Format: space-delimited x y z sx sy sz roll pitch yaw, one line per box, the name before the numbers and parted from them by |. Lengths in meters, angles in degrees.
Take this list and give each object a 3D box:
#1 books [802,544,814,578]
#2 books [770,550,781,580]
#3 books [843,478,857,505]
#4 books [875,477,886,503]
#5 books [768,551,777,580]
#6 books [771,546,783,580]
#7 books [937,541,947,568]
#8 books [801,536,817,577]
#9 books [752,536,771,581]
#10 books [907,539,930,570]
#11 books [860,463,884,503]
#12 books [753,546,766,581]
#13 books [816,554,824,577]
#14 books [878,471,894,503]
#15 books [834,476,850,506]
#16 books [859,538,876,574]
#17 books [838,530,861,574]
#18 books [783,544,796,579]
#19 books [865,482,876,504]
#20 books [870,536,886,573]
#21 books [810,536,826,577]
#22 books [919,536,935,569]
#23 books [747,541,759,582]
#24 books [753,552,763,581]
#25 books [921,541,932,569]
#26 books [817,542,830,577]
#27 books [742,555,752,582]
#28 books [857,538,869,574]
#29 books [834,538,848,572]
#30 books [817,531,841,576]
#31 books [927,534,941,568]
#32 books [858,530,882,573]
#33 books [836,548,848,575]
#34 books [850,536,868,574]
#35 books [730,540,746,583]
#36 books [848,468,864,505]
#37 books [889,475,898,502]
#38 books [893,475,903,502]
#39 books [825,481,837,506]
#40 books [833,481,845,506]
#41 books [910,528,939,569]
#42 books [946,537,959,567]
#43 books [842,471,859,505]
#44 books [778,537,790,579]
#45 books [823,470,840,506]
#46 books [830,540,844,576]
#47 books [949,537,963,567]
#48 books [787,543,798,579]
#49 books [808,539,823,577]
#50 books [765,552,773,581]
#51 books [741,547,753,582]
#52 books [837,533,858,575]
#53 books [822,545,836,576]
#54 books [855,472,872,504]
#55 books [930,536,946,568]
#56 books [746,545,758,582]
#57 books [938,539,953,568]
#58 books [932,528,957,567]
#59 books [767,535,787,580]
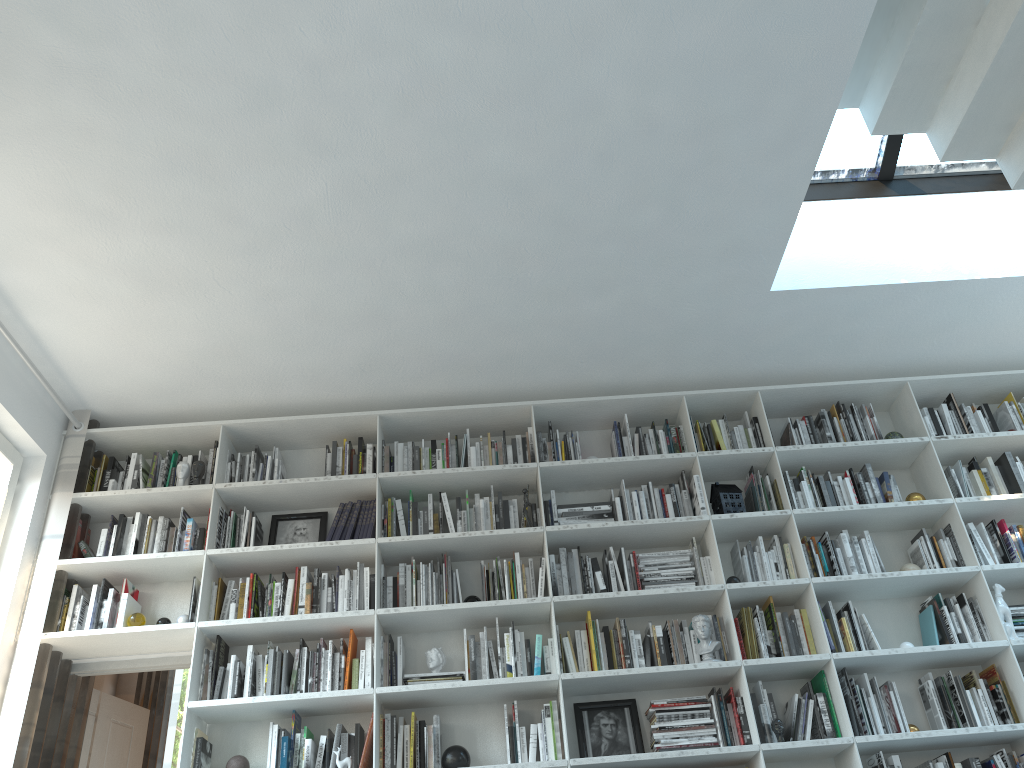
books | 1.498 0.959 4.544 0.030 0.241 0.139 -4 -34 -2
books | 1.327 0.971 4.510 0.029 0.210 0.158 -4 -34 -2
books | 1.782 0.633 4.722 0.021 0.208 0.182 -4 -34 -2
books | 1.948 0.630 4.742 0.030 0.211 0.157 -4 -34 -2
books | 1.306 0.978 4.504 0.027 0.195 0.186 -4 -34 -2
books | 1.344 0.965 4.523 0.024 0.232 0.150 -4 -34 -2
books | 2.189 0.930 4.559 0.012 0.205 0.138 -4 -34 -2
books | 1.518 0.941 4.551 0.014 0.277 0.154 -4 -34 -2
books | 1.268 0.940 4.513 0.028 0.274 0.188 -4 -34 -2
books | 2.099 0.930 4.559 0.015 0.219 0.140 -4 -34 -2
books | 1.916 0.594 4.749 0.029 0.283 0.184 -4 -34 -2
books | 1.253 0.969 4.520 0.023 0.234 0.179 -4 -34 -2
books | 1.553 0.977 4.521 0.021 0.178 0.137 -4 -34 -2
books | 1.989 0.612 4.741 0.054 0.234 0.172 -4 -34 -2
books | 1.760 0.631 4.741 0.023 0.235 0.150 -4 -34 -2
books | 1.803 0.935 4.539 0.021 0.231 0.184 -4 -34 -2
books | 1.728 0.919 4.561 0.027 0.293 0.160 -4 -34 -2
books | 1.394 0.954 4.510 0.028 0.228 0.177 -4 -34 -2
books | 1.892 0.646 4.730 0.027 0.180 0.177 -4 -34 -2
books | 1.863 0.930 4.557 0.034 0.252 0.162 -4 -34 -2
books | 1.567 0.942 4.565 0.014 0.282 0.136 -4 -34 -2
books | 2.117 0.920 4.558 0.012 0.231 0.155 -4 -34 -2
books | 1.225 0.958 4.535 0.019 0.274 0.146 -4 -34 -2
books | 1.239 0.985 4.516 0.023 0.206 0.172 -4 -34 -2
books | 2.109 0.933 4.552 0.005 0.204 0.154 -4 -34 -2
books | 1.582 0.950 4.535 0.013 0.235 0.158 -4 -34 -2
books | 1.178 0.989 4.494 0.028 0.184 0.182 -4 -34 -2
books | 1.779 0.933 4.558 0.024 0.260 0.134 -4 -34 -2
books | 1.680 0.937 4.548 0.011 0.255 0.132 -4 -34 -2
books | 1.620 0.919 4.534 0.014 0.279 0.178 -4 -34 -2
books | 2.145 0.913 4.562 0.016 0.242 0.152 -4 -34 -2
books | 1.824 0.911 4.542 0.024 0.271 0.170 -4 -34 -2
books | 1.664 0.961 4.525 0.025 0.193 0.172 -4 -34 -2
books | 1.755 0.930 4.536 0.025 0.243 0.184 -4 -34 -2
books | 1.161 0.961 4.539 0.018 0.283 0.160 -4 -34 -2
books | 1.838 0.614 4.769 0.012 0.283 0.160 -4 -34 -2
books | 2.013 0.623 4.744 0.048 0.215 0.183 -4 -34 -2
books | 2.049 0.626 4.763 0.026 0.228 0.141 -4 -34 -2
books | 1.698 0.650 4.749 0.028 0.222 0.143 -4 -34 -2
books | 1.737 0.648 4.744 0.025 0.215 0.145 -4 -34 -2
books | 2.129 0.898 4.558 0.015 0.266 0.165 -4 -34 -2
books | 2.229 0.915 4.541 0.013 0.203 0.174 -4 -34 -2
books | 1.808 0.617 4.751 0.012 0.263 0.157 -4 -34 -2
books | 1.376 0.944 4.536 0.025 0.275 0.174 -4 -34 -2
books | 1.716 0.622 4.764 0.013 0.282 0.155 -4 -34 -2
books | 1.639 0.939 4.528 0.022 0.236 0.165 -4 -34 -2
books | 2.254 0.915 4.546 0.012 0.205 0.170 -4 -34 -2
books | 1.413 0.958 4.525 0.026 0.236 0.174 -4 -34 -2
books | 1.533 0.943 4.529 0.014 0.246 0.177 -4 -34 -2
books | 1.287 0.978 4.501 0.024 0.194 0.174 -4 -34 -2
books | 1.195 0.976 4.528 0.024 0.241 0.160 -4 -34 -2
books | 1.701 0.920 4.530 0.030 0.261 0.183 -4 -34 -2
books | 1.602 0.958 4.532 0.026 0.214 0.162 -4 -34 -2
books | 1.861 0.622 4.741 0.030 0.236 0.187 -4 -34 -2
books | 2.173 0.919 4.560 0.016 0.226 0.161 -4 -34 -2
books | 1.212 0.969 4.526 0.028 0.248 0.165 -4 -34 -2
books | 2.201 0.924 4.548 0.013 0.200 0.174 -4 -34 -2
books | 2.213 0.895 4.556 0.016 0.255 0.177 -4 -34 -2
books | 1.359 0.940 4.541 0.028 0.292 0.155 -4 -34 -2
